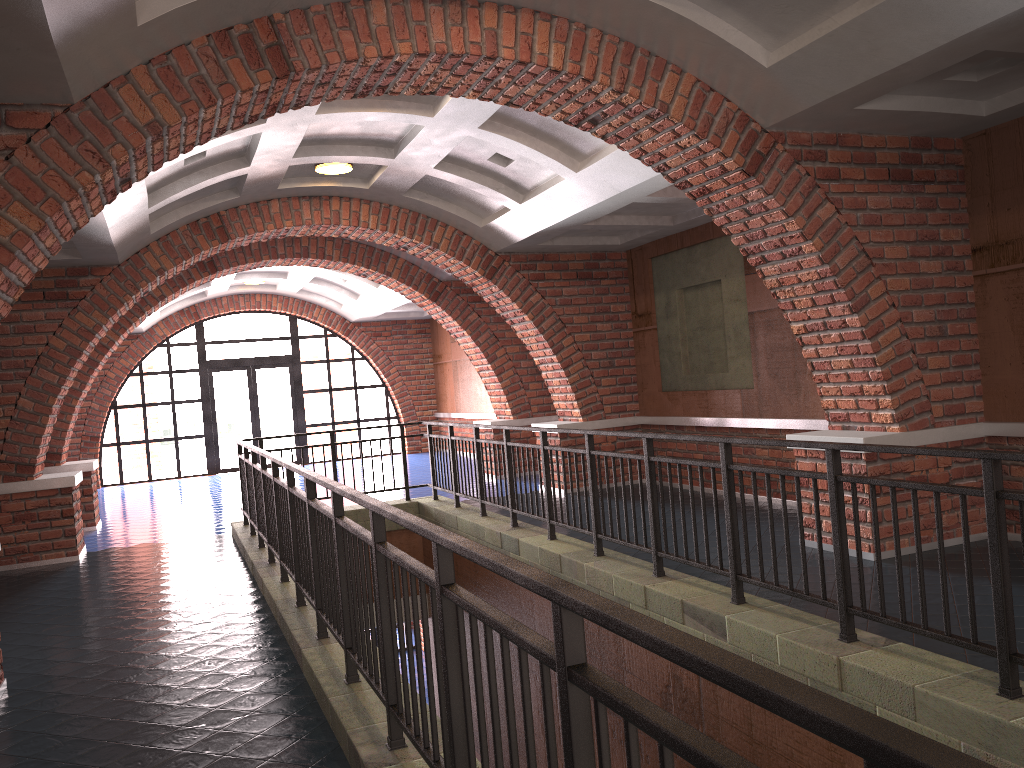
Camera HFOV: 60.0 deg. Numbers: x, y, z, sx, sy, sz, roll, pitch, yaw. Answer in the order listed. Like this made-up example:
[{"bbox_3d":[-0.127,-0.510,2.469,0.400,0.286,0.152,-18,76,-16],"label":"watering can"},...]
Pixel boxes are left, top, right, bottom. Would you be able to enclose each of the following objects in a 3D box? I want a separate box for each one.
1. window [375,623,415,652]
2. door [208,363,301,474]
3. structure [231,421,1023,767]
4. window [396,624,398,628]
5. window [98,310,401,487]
[{"bbox_3d":[-5.120,4.524,18.987,6.353,3.471,0.100,-5,0,-21],"label":"window"},{"bbox_3d":[-5.491,0.712,18.958,1.754,2.236,0.040,-5,0,-21],"label":"door"},{"bbox_3d":[0.077,3.228,5.445,2.464,5.665,11.176,-5,0,-21],"label":"structure"},{"bbox_3d":[-5.853,4.575,20.869,6.353,3.471,0.100,-5,0,-21],"label":"window"},{"bbox_3d":[-5.487,0.141,18.969,6.353,3.471,0.100,-5,0,-21],"label":"window"}]
